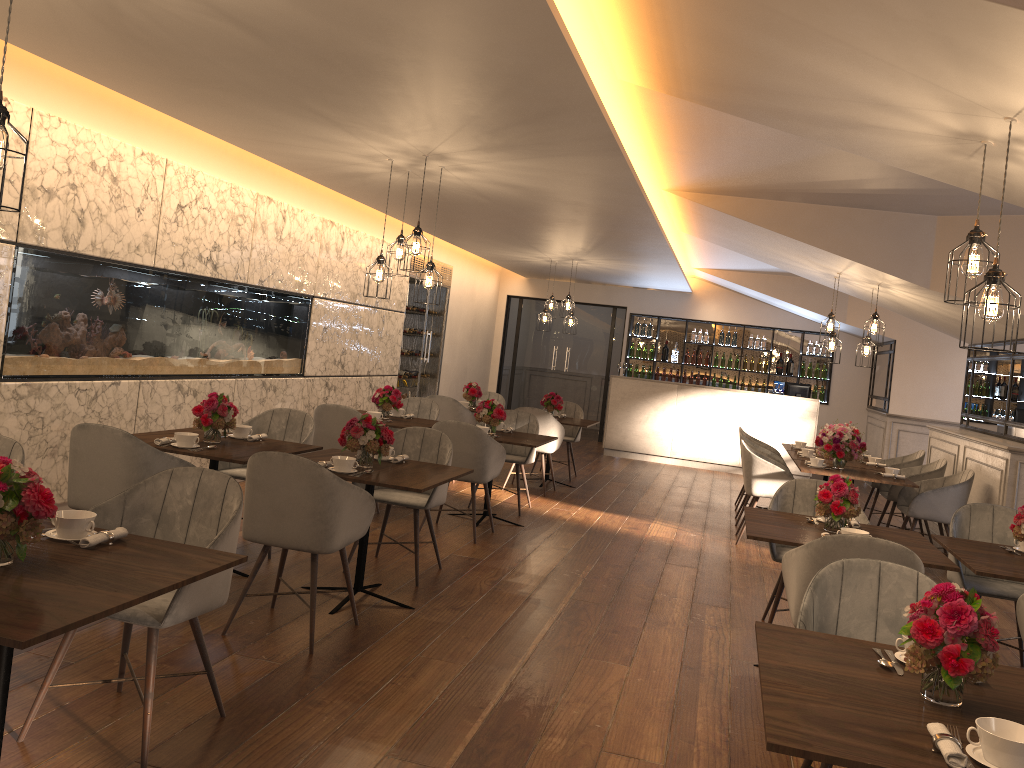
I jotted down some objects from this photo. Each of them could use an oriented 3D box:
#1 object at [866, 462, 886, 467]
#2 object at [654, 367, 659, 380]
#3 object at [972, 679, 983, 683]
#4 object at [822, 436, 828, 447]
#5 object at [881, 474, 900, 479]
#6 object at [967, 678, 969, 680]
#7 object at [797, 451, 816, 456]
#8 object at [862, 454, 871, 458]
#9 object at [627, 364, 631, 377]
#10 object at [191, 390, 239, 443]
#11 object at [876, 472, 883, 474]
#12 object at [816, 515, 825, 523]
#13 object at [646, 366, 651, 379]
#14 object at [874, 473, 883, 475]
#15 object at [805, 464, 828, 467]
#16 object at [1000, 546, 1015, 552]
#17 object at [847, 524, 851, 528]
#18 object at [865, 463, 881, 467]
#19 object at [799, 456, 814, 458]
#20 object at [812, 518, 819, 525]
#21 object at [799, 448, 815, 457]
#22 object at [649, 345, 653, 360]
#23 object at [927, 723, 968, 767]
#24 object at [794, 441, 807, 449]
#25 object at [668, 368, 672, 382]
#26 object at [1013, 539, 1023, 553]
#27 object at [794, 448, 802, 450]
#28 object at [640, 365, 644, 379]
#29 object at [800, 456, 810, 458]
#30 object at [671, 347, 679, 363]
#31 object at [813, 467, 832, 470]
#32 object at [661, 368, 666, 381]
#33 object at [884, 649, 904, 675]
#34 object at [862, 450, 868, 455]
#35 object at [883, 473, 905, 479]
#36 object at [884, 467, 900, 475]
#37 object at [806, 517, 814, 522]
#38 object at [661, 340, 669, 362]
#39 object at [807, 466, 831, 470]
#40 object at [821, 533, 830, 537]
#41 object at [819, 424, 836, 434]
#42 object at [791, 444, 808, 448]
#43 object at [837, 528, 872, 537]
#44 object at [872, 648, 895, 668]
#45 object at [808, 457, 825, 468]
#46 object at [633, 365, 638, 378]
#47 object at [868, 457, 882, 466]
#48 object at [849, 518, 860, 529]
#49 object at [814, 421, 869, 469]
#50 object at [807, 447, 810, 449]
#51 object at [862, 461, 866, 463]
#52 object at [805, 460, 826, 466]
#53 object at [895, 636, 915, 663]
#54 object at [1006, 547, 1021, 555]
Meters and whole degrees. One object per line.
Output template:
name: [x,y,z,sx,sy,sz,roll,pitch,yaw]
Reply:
object: [3.405,0.753,8.274,0.176,0.039,0.056,7,1,14]
object: [2.431,-0.160,14.857,0.065,0.262,0.066,7,-1,-8]
object: [1.229,0.758,2.374,0.056,0.039,0.175,7,2,14]
object: [3.099,0.575,8.535,0.235,0.301,0.304,7,1,33]
object: [3.179,0.772,7.405,0.193,0.024,0.025,7,1,14]
object: [1.192,0.761,2.373,0.025,0.024,0.192,7,2,14]
object: [2.863,0.678,8.608,0.176,0.039,0.056,7,1,14]
object: [3.620,0.741,9.142,0.176,0.039,0.056,7,1,14]
object: [1.983,-0.216,14.970,0.065,0.262,0.066,7,-1,-8]
object: [-1.697,0.179,5.047,0.234,0.301,0.305,7,1,16]
object: [3.215,0.773,7.594,0.197,0.015,0.043,7,2,10]
object: [1.678,0.695,4.653,0.148,0.072,0.148,6,2,-19]
object: [2.303,-0.176,14.889,0.065,0.262,0.066,7,-1,-8]
object: [3.199,0.778,7.562,0.211,0.004,0.022,7,2,14]
object: [2.639,0.699,7.668,0.193,0.024,0.025,7,1,14]
object: [2.480,0.825,4.430,0.043,0.015,0.197,7,2,18]
object: [1.750,0.729,4.624,0.025,0.024,0.192,7,2,14]
object: [3.403,0.759,8.309,0.193,0.024,0.025,7,1,14]
object: [2.826,0.695,8.383,0.197,0.015,0.043,7,2,10]
object: [1.593,0.720,4.646,0.022,0.004,0.210,7,2,14]
object: [2.838,0.662,8.498,0.148,0.072,0.149,5,2,-34]
object: [2.343,-0.537,14.895,0.065,0.262,0.066,7,-1,-8]
object: [0.897,0.744,1.830,0.056,0.039,0.175,7,2,14]
object: [3.053,0.650,9.366,0.148,0.072,0.149,5,2,-34]
object: [2.644,-0.133,14.803,0.065,0.262,0.066,7,-1,-8]
object: [2.590,0.808,4.423,0.148,0.072,0.148,6,2,-19]
object: [3.056,0.688,9.284,0.211,0.004,0.022,7,2,14]
object: [2.196,-0.189,14.916,0.065,0.262,0.066,7,-1,-8]
object: [2.841,0.701,8.415,0.211,0.004,0.022,7,2,14]
object: [2.724,-0.498,14.797,0.108,0.282,0.108,7,-1,-30]
object: [2.602,0.708,7.479,0.197,0.015,0.043,7,2,10]
object: [2.538,-0.147,14.830,0.065,0.262,0.066,7,-1,-8]
object: [1.035,0.753,2.395,0.022,0.004,0.210,7,2,14]
object: [3.649,0.722,9.253,0.148,0.072,0.149,5,2,-34]
object: [3.180,0.767,7.369,0.176,0.039,0.056,7,1,14]
object: [3.210,0.748,7.480,0.148,0.072,0.149,5,2,-34]
object: [1.569,0.711,4.660,0.043,0.015,0.197,7,2,18]
object: [2.569,-0.557,14.844,0.103,0.360,0.104,7,-1,-14]
object: [2.617,0.714,7.511,0.211,0.004,0.022,7,2,14]
object: [1.455,0.711,4.081,0.056,0.039,0.175,7,2,14]
object: [3.365,0.569,9.310,0.304,0.301,0.235,6,1,-29]
object: [3.078,0.665,9.477,0.176,0.039,0.056,7,1,14]
object: [1.567,0.708,4.054,0.148,0.072,0.148,6,2,-19]
object: [1.011,0.744,2.409,0.043,0.015,0.197,7,2,18]
object: [2.614,0.676,7.593,0.148,0.072,0.149,5,2,-34]
object: [2.089,-0.202,14.943,0.065,0.262,0.066,7,-1,-8]
object: [3.434,0.735,8.384,0.148,0.072,0.149,5,2,-34]
object: [1.786,0.726,4.625,0.056,0.039,0.175,7,2,14]
object: [2.847,0.520,7.673,0.420,0.426,0.405,7,1,2]
object: [3.079,0.674,9.441,0.193,0.024,0.025,7,1,14]
object: [3.439,0.760,8.498,0.197,0.015,0.043,7,2,10]
object: [2.639,0.691,7.704,0.176,0.039,0.056,7,1,14]
object: [1.121,0.728,2.402,0.148,0.072,0.148,6,2,-19]
object: [2.504,0.834,4.416,0.022,0.004,0.210,7,2,14]
